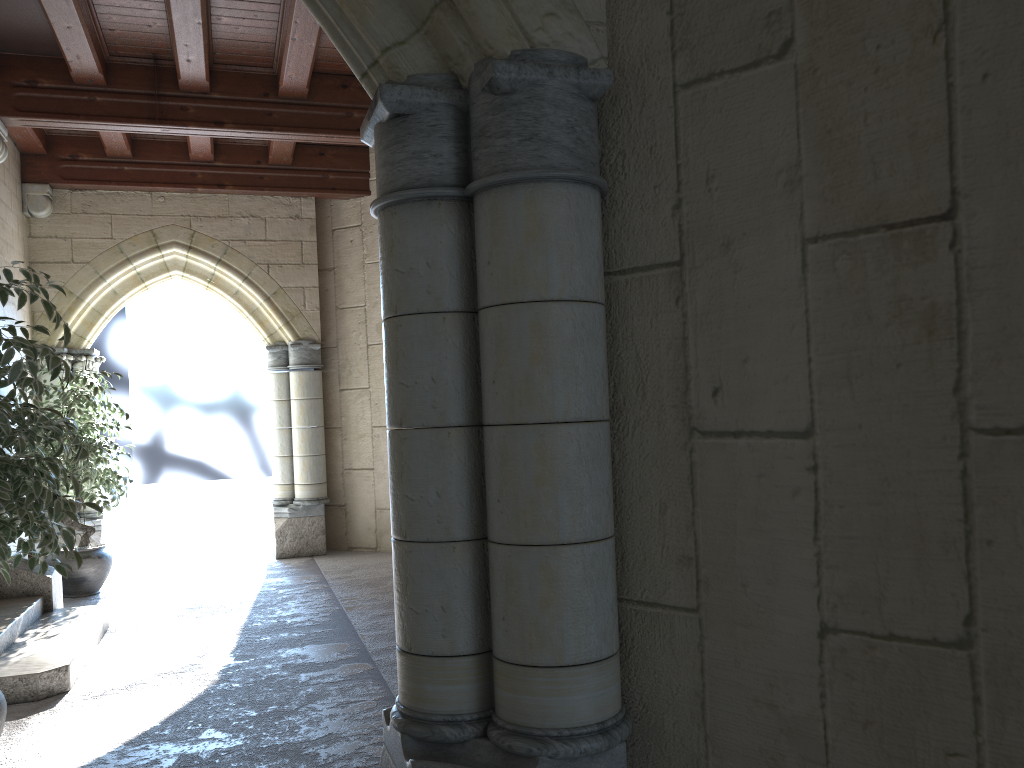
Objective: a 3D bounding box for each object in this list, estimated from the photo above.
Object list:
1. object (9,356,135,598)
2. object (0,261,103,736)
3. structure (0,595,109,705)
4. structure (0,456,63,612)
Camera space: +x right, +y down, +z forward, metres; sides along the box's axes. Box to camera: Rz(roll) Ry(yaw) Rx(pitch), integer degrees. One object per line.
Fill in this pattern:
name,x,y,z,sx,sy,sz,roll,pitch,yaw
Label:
object,-2.920,0.603,5.887,0.786,1.618,0.751,-2,0,-22
object,-1.713,0.436,2.756,0.787,1.618,0.751,-2,0,13
structure,-3.282,0.952,3.917,2.572,0.810,1.463,-2,-2,-18
structure,-2.972,0.742,4.765,0.887,1.262,0.473,-2,0,-18
